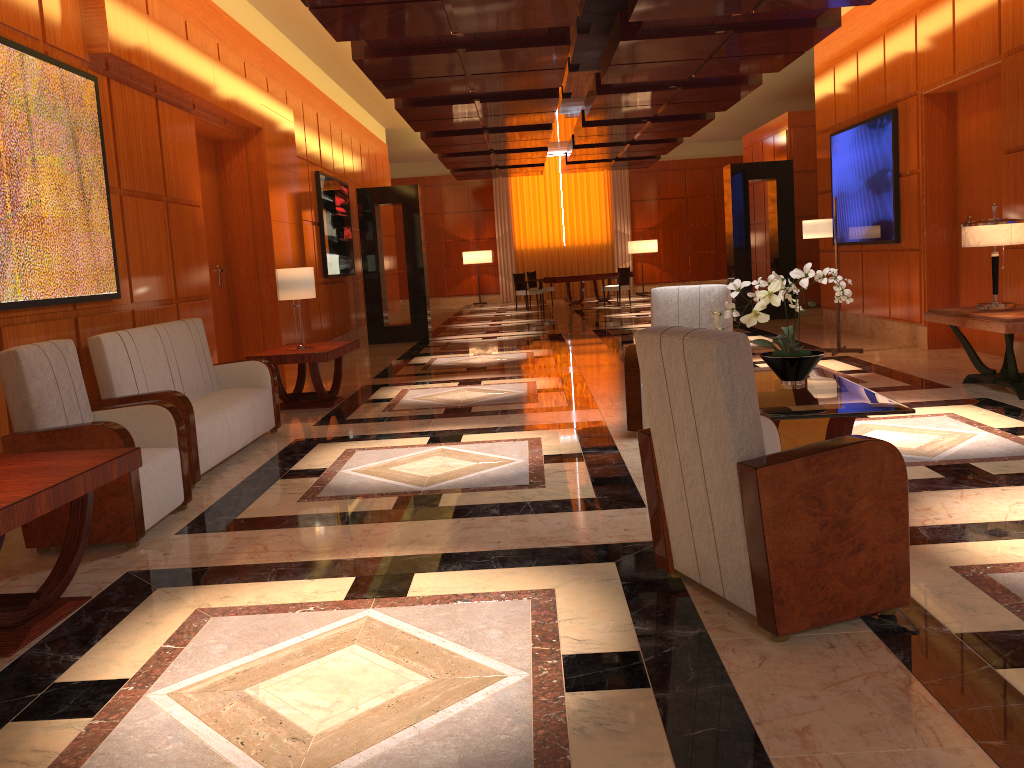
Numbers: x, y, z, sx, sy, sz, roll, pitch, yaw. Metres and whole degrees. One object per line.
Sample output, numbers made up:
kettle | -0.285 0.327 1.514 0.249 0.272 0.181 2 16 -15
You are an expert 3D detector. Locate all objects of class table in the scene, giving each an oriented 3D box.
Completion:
table | 1.404 0.261 4.535 0.722 0.494 1.567 -3 8 4
table | 1.842 -2.247 21.129 2.111 0.738 0.785 -8 8 -27
table | -1.958 0.634 3.239 0.724 0.532 1.173 -3 8 4
table | 3.764 -0.253 6.702 0.725 0.604 1.276 -3 8 2
table | -1.886 -0.073 8.223 0.724 0.532 1.173 -3 8 4

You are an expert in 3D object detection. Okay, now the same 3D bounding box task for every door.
door | -2.870 -1.126 8.589 0.340 2.640 1.506 -4 6 1
door | 4.458 -1.575 8.454 0.340 2.640 1.544 -4 6 1

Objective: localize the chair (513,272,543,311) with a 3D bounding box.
chair | 0.348 -2.194 20.991 0.576 0.890 0.586 2 8 39

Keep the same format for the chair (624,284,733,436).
chair | 1.185 -0.177 6.001 0.737 0.957 0.631 -1 7 20

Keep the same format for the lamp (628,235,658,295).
lamp | 3.695 -3.341 24.868 0.811 1.654 0.813 2 8 41

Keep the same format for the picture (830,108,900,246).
picture | 4.209 -2.405 10.656 0.056 1.446 2.006 -4 7 1

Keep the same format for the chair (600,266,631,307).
chair | 2.425 -2.228 20.292 0.577 0.890 0.586 3 9 44

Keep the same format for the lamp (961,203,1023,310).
lamp | 3.651 -0.966 6.698 0.460 0.790 0.459 -8 8 -37

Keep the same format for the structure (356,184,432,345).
structure | -1.900 -1.930 14.401 0.985 2.488 0.502 -4 6 1

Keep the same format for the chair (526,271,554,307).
chair | 0.686 -2.385 22.195 0.576 0.890 0.587 0 7 29

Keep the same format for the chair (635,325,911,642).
chair | 0.844 0.262 3.040 0.629 0.957 0.740 -6 7 -20

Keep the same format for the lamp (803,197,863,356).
lamp | 3.381 -1.145 9.428 0.527 1.654 0.361 -5 6 -9

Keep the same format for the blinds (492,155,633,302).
blinds | 1.455 -4.492 25.421 3.852 4.048 0.149 -4 6 1

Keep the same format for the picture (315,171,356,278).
picture | -2.586 -2.314 13.091 0.056 1.446 2.006 -4 7 1

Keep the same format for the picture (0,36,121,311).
picture | -2.706 -1.148 4.873 0.056 1.446 2.006 -4 7 1

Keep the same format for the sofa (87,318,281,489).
sofa | -2.146 0.047 6.010 0.612 0.928 1.807 -3 8 2

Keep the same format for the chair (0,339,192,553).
chair | -2.058 0.256 4.399 0.628 0.957 0.741 -4 7 0

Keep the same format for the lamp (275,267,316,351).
lamp | 2.104 -0.255 3.167 0.336 0.731 13.017 -9 9 -39

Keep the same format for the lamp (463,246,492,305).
lamp | -0.940 -3.058 24.965 0.811 1.654 0.813 2 8 41

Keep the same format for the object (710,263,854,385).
object | 1.427 -0.310 4.596 0.789 0.615 0.418 -6 7 -21
